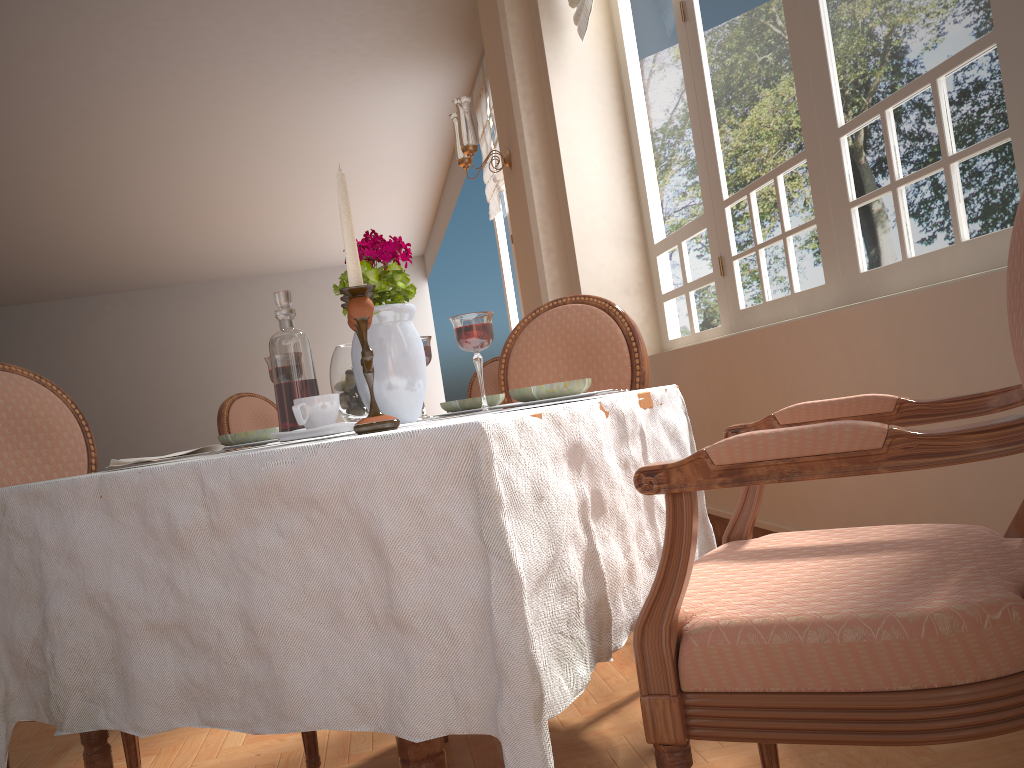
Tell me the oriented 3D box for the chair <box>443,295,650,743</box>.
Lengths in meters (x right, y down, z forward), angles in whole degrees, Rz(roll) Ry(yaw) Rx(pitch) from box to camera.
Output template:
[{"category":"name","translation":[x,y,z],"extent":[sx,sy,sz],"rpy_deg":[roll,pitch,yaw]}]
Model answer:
[{"category":"chair","translation":[0.100,0.251,1.995],"extent":[0.521,0.931,0.592],"rpy_deg":[-9,-1,24]}]

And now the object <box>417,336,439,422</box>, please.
[{"category":"object","translation":[-0.152,-0.007,1.453],"extent":[0.062,0.135,0.062],"rpy_deg":[-9,-1,22]}]

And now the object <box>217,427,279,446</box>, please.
[{"category":"object","translation":[-0.445,0.093,1.526],"extent":[0.117,0.024,0.117],"rpy_deg":[-9,-1,1]}]

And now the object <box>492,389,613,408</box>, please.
[{"category":"object","translation":[0.057,0.023,1.246],"extent":[0.171,0.005,0.171],"rpy_deg":[-9,-1,41]}]

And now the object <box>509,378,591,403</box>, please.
[{"category":"object","translation":[0.055,0.012,1.246],"extent":[0.117,0.024,0.117],"rpy_deg":[-9,-1,32]}]

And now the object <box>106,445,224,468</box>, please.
[{"category":"object","translation":[-0.514,0.104,1.230],"extent":[0.234,0.012,0.094],"rpy_deg":[-9,-1,29]}]

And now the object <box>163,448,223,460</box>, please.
[{"category":"object","translation":[-0.502,0.109,1.394],"extent":[0.126,0.006,0.027],"rpy_deg":[-9,-1,24]}]

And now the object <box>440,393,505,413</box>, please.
[{"category":"object","translation":[-0.069,0.037,1.584],"extent":[0.117,0.024,0.117],"rpy_deg":[-8,-1,-30]}]

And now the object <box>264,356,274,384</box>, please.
[{"category":"object","translation":[-0.351,0.022,1.405],"extent":[0.062,0.135,0.062],"rpy_deg":[-9,-1,22]}]

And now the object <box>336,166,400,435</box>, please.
[{"category":"object","translation":[-0.195,-0.100,1.128],"extent":[0.059,0.325,0.177],"rpy_deg":[-8,-1,-10]}]

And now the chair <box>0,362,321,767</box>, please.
[{"category":"chair","translation":[-0.775,0.376,1.660],"extent":[0.593,0.931,0.520],"rpy_deg":[-9,-1,24]}]

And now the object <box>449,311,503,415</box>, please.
[{"category":"object","translation":[-0.046,-0.028,1.214],"extent":[0.062,0.135,0.062],"rpy_deg":[-9,-1,22]}]

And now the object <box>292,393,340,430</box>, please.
[{"category":"object","translation":[-0.274,0.043,1.226],"extent":[0.077,0.049,0.062],"rpy_deg":[-8,-1,-37]}]

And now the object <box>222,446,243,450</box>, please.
[{"category":"object","translation":[-0.481,0.108,1.436],"extent":[0.127,0.004,0.013],"rpy_deg":[-9,-1,25]}]

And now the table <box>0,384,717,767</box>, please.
[{"category":"table","translation":[-0.167,0.405,1.356],"extent":[0.830,0.680,0.836],"rpy_deg":[-9,-1,25]}]

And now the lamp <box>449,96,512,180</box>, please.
[{"category":"lamp","translation":[-0.164,-1.286,4.660],"extent":[0.274,0.362,0.320],"rpy_deg":[-8,-1,-9]}]

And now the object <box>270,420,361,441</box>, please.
[{"category":"object","translation":[-0.265,0.066,1.231],"extent":[0.119,0.016,0.119],"rpy_deg":[-9,-1,11]}]

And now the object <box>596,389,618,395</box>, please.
[{"category":"object","translation":[0.100,0.018,1.333],"extent":[0.127,0.004,0.013],"rpy_deg":[-9,-1,28]}]

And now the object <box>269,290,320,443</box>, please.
[{"category":"object","translation":[-0.326,-0.028,1.321],"extent":[0.074,0.222,0.074],"rpy_deg":[-8,-1,-30]}]

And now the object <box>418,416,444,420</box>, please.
[{"category":"object","translation":[-0.154,0.062,1.627],"extent":[0.013,0.004,0.127],"rpy_deg":[-9,-1,28]}]

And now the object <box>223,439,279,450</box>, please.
[{"category":"object","translation":[-0.443,0.103,1.526],"extent":[0.171,0.005,0.171],"rpy_deg":[-9,-1,28]}]

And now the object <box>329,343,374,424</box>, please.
[{"category":"object","translation":[-0.244,0.004,1.424],"extent":[0.093,0.138,0.093],"rpy_deg":[-9,-1,19]}]

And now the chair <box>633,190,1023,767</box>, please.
[{"category":"chair","translation":[0.462,0.180,1.076],"extent":[0.593,0.931,0.520],"rpy_deg":[-9,-1,24]}]

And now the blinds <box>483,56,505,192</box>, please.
[{"category":"blinds","translation":[-0.135,-2.204,7.321],"extent":[0.085,1.235,0.699],"rpy_deg":[-8,-1,-9]}]

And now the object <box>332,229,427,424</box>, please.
[{"category":"object","translation":[-0.195,-0.089,1.316],"extent":[0.124,0.302,0.143],"rpy_deg":[-8,-1,-10]}]

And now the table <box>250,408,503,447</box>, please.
[{"category":"table","translation":[-0.529,0.508,3.850],"extent":[0.830,0.677,0.830],"rpy_deg":[-9,-1,36]}]

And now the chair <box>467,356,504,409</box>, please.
[{"category":"chair","translation":[-0.150,0.334,4.421],"extent":[0.521,0.931,0.592],"rpy_deg":[-9,-1,36]}]

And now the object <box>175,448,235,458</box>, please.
[{"category":"object","translation":[-0.492,0.110,1.418],"extent":[0.125,0.002,0.016],"rpy_deg":[-9,-1,25]}]

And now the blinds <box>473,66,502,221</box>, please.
[{"category":"blinds","translation":[-0.237,-2.145,8.102],"extent":[0.038,1.292,0.689],"rpy_deg":[-8,-1,-9]}]

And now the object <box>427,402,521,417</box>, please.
[{"category":"object","translation":[-0.068,0.048,1.584],"extent":[0.171,0.005,0.171],"rpy_deg":[-9,-1,22]}]

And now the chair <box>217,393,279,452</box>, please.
[{"category":"chair","translation":[-1.073,0.470,4.266],"extent":[0.593,0.931,0.520],"rpy_deg":[-9,-1,36]}]

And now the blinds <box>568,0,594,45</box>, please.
[{"category":"blinds","translation":[0.285,-2.263,3.775],"extent":[0.072,1.376,0.844],"rpy_deg":[-8,-1,-8]}]

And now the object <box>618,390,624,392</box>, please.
[{"category":"object","translation":[0.112,0.018,1.350],"extent":[0.125,0.002,0.016],"rpy_deg":[-9,-1,28]}]
